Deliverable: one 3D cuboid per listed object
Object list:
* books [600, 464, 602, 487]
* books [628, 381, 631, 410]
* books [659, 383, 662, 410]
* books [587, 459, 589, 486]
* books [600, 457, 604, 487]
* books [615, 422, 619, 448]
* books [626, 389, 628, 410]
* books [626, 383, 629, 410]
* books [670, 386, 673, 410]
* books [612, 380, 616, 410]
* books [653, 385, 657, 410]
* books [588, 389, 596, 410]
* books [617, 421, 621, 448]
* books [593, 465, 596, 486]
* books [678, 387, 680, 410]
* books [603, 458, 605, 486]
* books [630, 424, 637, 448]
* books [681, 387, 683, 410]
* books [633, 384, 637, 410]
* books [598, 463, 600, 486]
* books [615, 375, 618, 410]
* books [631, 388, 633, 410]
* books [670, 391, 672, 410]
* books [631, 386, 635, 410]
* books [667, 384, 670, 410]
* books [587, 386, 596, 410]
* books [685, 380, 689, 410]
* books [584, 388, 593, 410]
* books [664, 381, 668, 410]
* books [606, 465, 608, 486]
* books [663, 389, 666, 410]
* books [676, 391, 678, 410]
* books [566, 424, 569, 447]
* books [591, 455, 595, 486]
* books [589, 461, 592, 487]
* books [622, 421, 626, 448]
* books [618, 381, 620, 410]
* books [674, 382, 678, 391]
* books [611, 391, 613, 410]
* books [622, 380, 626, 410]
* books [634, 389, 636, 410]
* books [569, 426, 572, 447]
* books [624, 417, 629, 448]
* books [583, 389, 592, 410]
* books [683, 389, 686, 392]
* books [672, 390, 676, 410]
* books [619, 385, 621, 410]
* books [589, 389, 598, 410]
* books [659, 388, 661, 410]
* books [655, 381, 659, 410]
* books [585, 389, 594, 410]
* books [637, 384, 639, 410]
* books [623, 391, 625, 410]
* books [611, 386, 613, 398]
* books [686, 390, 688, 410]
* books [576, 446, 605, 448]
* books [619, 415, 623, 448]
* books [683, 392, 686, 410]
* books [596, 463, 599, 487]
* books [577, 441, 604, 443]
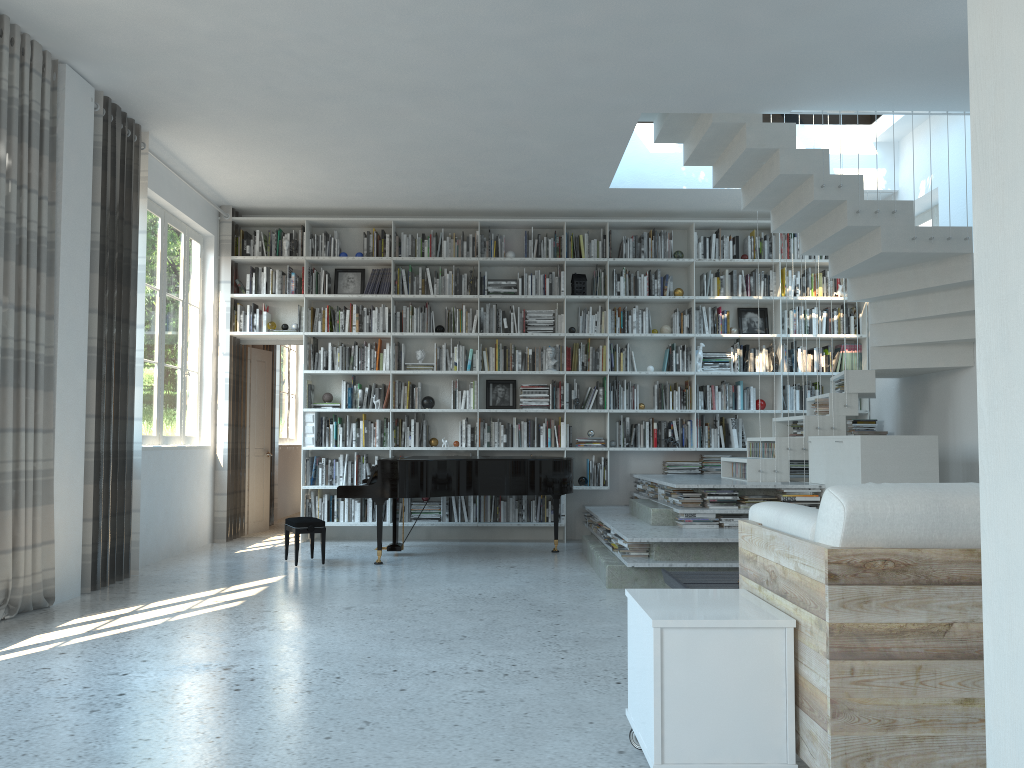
[{"bbox_3d":[0.853,0.884,8.596,0.011,0.212,0.178,0,-3,-1],"label":"books"},{"bbox_3d":[1.157,0.119,8.758,0.006,0.285,0.159,0,-3,-1],"label":"books"},{"bbox_3d":[1.462,0.131,8.757,0.015,0.262,0.149,0,-3,-1],"label":"books"},{"bbox_3d":[0.735,0.859,8.612,0.005,0.264,0.162,0,-3,-1],"label":"books"},{"bbox_3d":[0.869,0.849,8.606,0.021,0.284,0.172,0,-3,-1],"label":"books"},{"bbox_3d":[1.033,0.499,8.728,0.012,0.254,0.161,0,-3,-1],"label":"books"},{"bbox_3d":[1.125,0.160,8.751,0.013,0.203,0.167,0,-3,-1],"label":"books"},{"bbox_3d":[1.137,0.127,8.742,0.012,0.267,0.183,0,-3,-1],"label":"books"},{"bbox_3d":[1.567,0.140,8.767,0.030,0.244,0.136,0,-3,-1],"label":"books"},{"bbox_3d":[1.002,0.113,8.746,0.018,0.295,0.177,0,-3,-1],"label":"books"},{"bbox_3d":[1.414,0.136,8.757,0.019,0.251,0.130,0,-3,-1],"label":"books"},{"bbox_3d":[0.781,0.155,8.753,0.090,0.215,0.139,0,-3,-1],"label":"books"},{"bbox_3d":[1.051,0.493,8.709,0.023,0.262,0.186,0,-3,-1],"label":"books"},{"bbox_3d":[0.803,0.891,8.621,0.013,0.202,0.139,0,-3,-1],"label":"books"},{"bbox_3d":[1.631,0.147,8.746,0.018,0.229,0.182,0,-3,-1],"label":"books"},{"bbox_3d":[0.887,0.857,8.627,0.015,0.270,0.157,0,-3,-1],"label":"books"},{"bbox_3d":[1.182,0.510,8.726,0.065,0.231,0.162,0,-3,-1],"label":"books"},{"bbox_3d":[1.666,0.147,8.759,0.021,0.231,0.155,0,-3,-1],"label":"books"},{"bbox_3d":[1.217,0.131,8.750,0.014,0.261,0.142,0,-3,-1],"label":"books"},{"bbox_3d":[0.841,0.879,8.614,0.012,0.225,0.149,0,-3,-1],"label":"books"},{"bbox_3d":[1.033,0.091,8.763,0.007,0.341,0.149,0,-3,-1],"label":"books"},{"bbox_3d":[1.177,0.150,8.757,0.008,0.222,0.134,0,-3,-1],"label":"books"},{"bbox_3d":[1.549,0.169,8.735,0.018,0.182,0.182,0,-3,-1],"label":"books"},{"bbox_3d":[1.188,0.142,8.748,0.015,0.238,0.176,0,-3,-1],"label":"books"},{"bbox_3d":[1.531,0.135,8.737,0.018,0.250,0.184,0,-3,-1],"label":"books"},{"bbox_3d":[0.777,0.142,8.744,0.094,0.238,0.149,0,-3,-1],"label":"books"},{"bbox_3d":[1.726,0.114,8.746,0.007,0.295,0.162,0,-3,-1],"label":"books"},{"bbox_3d":[0.751,0.150,8.750,0.095,0.226,0.144,0,-3,-1],"label":"books"},{"bbox_3d":[1.518,0.120,8.764,0.007,0.285,0.159,0,-3,-1],"label":"books"},{"bbox_3d":[0.913,0.889,8.624,0.012,0.206,0.161,0,-3,-1],"label":"books"},{"bbox_3d":[1.493,0.159,8.774,0.031,0.208,0.122,0,-3,-1],"label":"books"},{"bbox_3d":[1.607,0.170,8.742,0.019,0.183,0.190,0,-3,-1],"label":"books"},{"bbox_3d":[0.542,0.510,8.728,0.027,0.228,0.141,0,-3,-1],"label":"books"},{"bbox_3d":[0.780,0.842,8.624,0.032,0.300,0.149,0,-3,-1],"label":"books"},{"bbox_3d":[0.757,0.868,8.604,0.014,0.245,0.176,0,-3,-1],"label":"books"},{"bbox_3d":[1.098,0.497,8.711,0.023,0.256,0.178,0,-3,-1],"label":"books"},{"bbox_3d":[1.046,0.118,8.737,0.005,0.283,0.159,0,-3,-1],"label":"books"},{"bbox_3d":[1.619,0.124,8.747,0.006,0.274,0.173,0,-3,-1],"label":"books"},{"bbox_3d":[0.974,0.166,8.748,0.015,0.188,0.168,0,-3,-1],"label":"books"},{"bbox_3d":[1.105,0.112,8.737,0.014,0.296,0.175,0,-3,-1],"label":"books"},{"bbox_3d":[1.203,0.157,8.744,0.014,0.207,0.180,0,-3,-1],"label":"books"},{"bbox_3d":[0.571,0.520,8.731,0.030,0.210,0.136,0,-3,-1],"label":"books"},{"bbox_3d":[1.125,0.478,8.712,0.030,0.294,0.188,0,-3,-1],"label":"books"},{"bbox_3d":[0.735,0.156,8.729,0.089,0.210,0.176,0,-3,-1],"label":"books"},{"bbox_3d":[1.701,0.160,8.760,0.016,0.205,0.141,0,-3,-1],"label":"books"},{"bbox_3d":[1.590,0.164,8.746,0.015,0.195,0.176,0,-3,-1],"label":"books"},{"bbox_3d":[1.055,0.136,8.739,0.013,0.248,0.165,0,-3,-1],"label":"books"},{"bbox_3d":[0.794,0.161,8.742,0.091,0.205,0.169,0,-3,-1],"label":"books"},{"bbox_3d":[1.447,0.153,8.741,0.016,0.215,0.178,0,-3,-1],"label":"books"},{"bbox_3d":[1.431,0.118,8.771,0.016,0.289,0.131,0,-3,-1],"label":"books"},{"bbox_3d":[0.761,0.157,8.745,0.090,0.212,0.143,0,-3,-1],"label":"books"},{"bbox_3d":[1.230,0.136,8.751,0.013,0.251,0.173,0,-3,-1],"label":"books"},{"bbox_3d":[1.092,0.167,8.735,0.013,0.186,0.184,0,-3,-1],"label":"books"},{"bbox_3d":[0.987,0.142,8.758,0.011,0.239,0.136,0,-3,-1],"label":"books"},{"bbox_3d":[1.715,0.160,8.751,0.013,0.203,0.158,0,-3,-1],"label":"books"},{"bbox_3d":[0.765,0.615,8.662,0.285,0.012,0.159,0,-4,2],"label":"books"},{"bbox_3d":[1.067,0.467,8.712,0.010,0.316,0.187,0,-3,-1],"label":"books"},{"bbox_3d":[1.685,0.170,8.732,0.016,0.180,0.189,0,-3,-1],"label":"books"},{"bbox_3d":[0.822,0.878,8.597,0.026,0.224,0.175,0,-3,-1],"label":"books"},{"bbox_3d":[0.765,0.567,8.669,0.254,0.012,0.161,0,-4,4],"label":"books"}]
